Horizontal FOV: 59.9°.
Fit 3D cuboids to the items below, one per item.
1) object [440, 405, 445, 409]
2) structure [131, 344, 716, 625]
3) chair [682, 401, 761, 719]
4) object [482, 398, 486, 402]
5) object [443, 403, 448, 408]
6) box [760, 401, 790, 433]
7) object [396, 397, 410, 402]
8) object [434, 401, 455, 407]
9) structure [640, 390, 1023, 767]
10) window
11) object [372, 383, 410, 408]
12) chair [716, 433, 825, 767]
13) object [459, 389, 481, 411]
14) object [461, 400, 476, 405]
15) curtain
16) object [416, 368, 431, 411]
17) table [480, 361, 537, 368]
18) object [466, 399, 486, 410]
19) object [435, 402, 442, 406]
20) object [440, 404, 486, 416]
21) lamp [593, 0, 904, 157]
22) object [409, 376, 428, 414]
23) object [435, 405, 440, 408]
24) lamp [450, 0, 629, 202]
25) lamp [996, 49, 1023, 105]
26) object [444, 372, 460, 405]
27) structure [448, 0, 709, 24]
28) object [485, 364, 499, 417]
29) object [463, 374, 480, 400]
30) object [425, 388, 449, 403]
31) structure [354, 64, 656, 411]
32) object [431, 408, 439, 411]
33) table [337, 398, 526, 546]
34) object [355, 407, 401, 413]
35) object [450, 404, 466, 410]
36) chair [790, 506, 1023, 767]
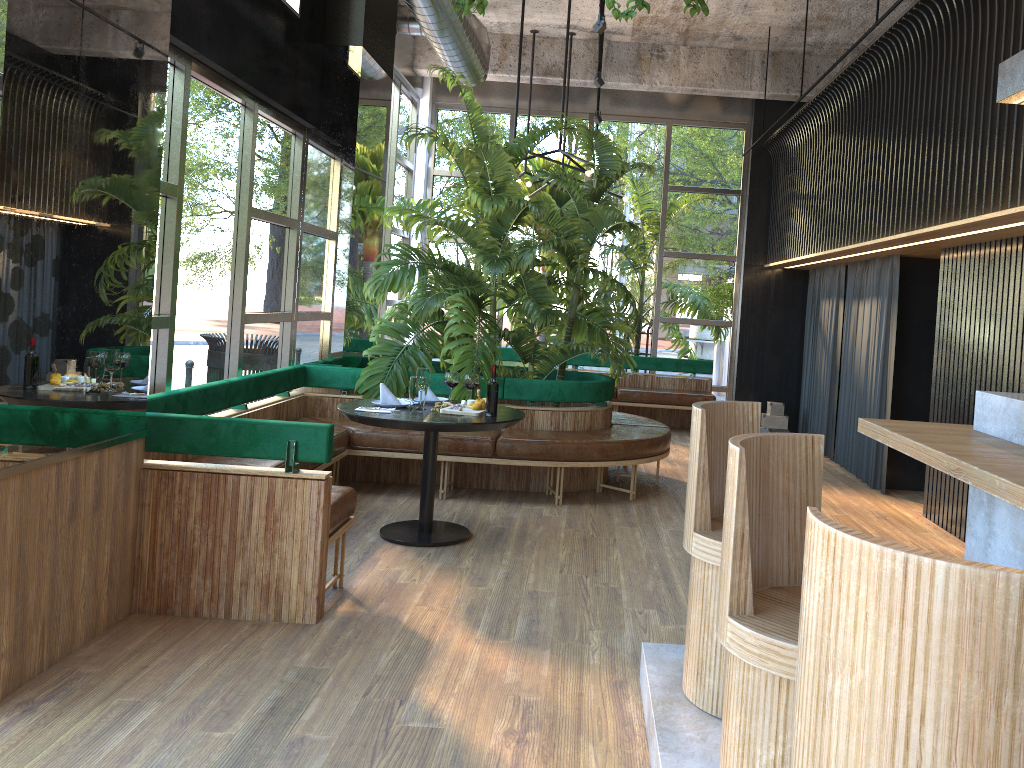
[{"bbox_3d":[-0.412,0.139,5.278,0.032,0.031,0.040,5,4,28],"label":"object"},{"bbox_3d":[0.844,0.630,0.913,6.022,1.542,20.236,4,5,4],"label":"structure"},{"bbox_3d":[0.851,0.573,3.000,0.538,0.967,0.558,4,2,13],"label":"chair"},{"bbox_3d":[-0.167,0.115,5.487,0.058,0.071,0.210,3,5,-5],"label":"object"},{"bbox_3d":[-0.403,0.131,5.368,0.032,0.032,0.037,4,3,0],"label":"object"},{"bbox_3d":[3.031,0.435,10.250,0.336,0.441,0.277,3,2,-9],"label":"box"},{"bbox_3d":[-0.699,0.099,5.570,0.165,0.019,0.245,0,7,-37],"label":"object"},{"bbox_3d":[-0.402,0.126,5.432,0.097,0.028,0.130,5,5,18],"label":"object"},{"bbox_3d":[3.161,0.772,0.034,5.838,1.723,7.168,4,5,3],"label":"structure"},{"bbox_3d":[-0.108,-1.908,0.879,4.134,6.468,20.485,4,5,5],"label":"window"},{"bbox_3d":[-0.718,0.066,5.320,0.238,0.138,0.228,3,4,-14],"label":"object"},{"bbox_3d":[0.778,0.645,2.190,0.566,0.967,0.530,3,2,-23],"label":"chair"},{"bbox_3d":[-0.246,0.092,5.196,0.143,0.123,0.098,3,3,-17],"label":"object"},{"bbox_3d":[-0.233,0.118,5.390,0.194,0.038,0.064,8,6,36],"label":"object"},{"bbox_3d":[3.350,-0.244,9.068,0.121,2.051,3.294,4,4,5],"label":"curtain"},{"bbox_3d":[-0.528,0.030,5.219,0.095,0.244,0.090,3,1,-15],"label":"object"},{"bbox_3d":[-0.140,0.172,9.235,1.130,0.748,1.074,2,4,-17],"label":"table"},{"bbox_3d":[-0.212,0.115,5.287,0.099,0.064,0.164,2,5,-26],"label":"object"},{"bbox_3d":[-0.453,0.123,5.460,0.024,0.025,0.047,5,4,22],"label":"object"},{"bbox_3d":[-0.262,0.153,5.292,0.235,0.019,0.360,5,6,13],"label":"object"},{"bbox_3d":[0.640,-2.728,5.417,3.790,1.525,10.075,4,5,2],"label":"lamp"},{"bbox_3d":[-0.536,0.064,5.051,0.101,0.209,0.110,5,2,37],"label":"object"},{"bbox_3d":[-0.447,0.137,5.340,0.032,0.019,0.038,5,5,15],"label":"object"},{"bbox_3d":[1.246,-2.121,1.126,5.079,1.816,19.018,4,5,4],"label":"lamp"},{"bbox_3d":[2.955,-1.771,0.159,5.005,2.124,6.737,3,5,-3],"label":"lamp"},{"bbox_3d":[-0.381,0.029,5.563,0.104,0.200,0.101,3,2,-9],"label":"object"},{"bbox_3d":[0.628,-3.198,6.142,2.091,1.512,1.471,6,4,31],"label":"structure"},{"bbox_3d":[-0.112,0.037,5.154,0.067,0.298,0.070,4,1,19],"label":"object"},{"bbox_3d":[-0.255,0.041,5.521,0.104,0.200,0.101,3,2,-9],"label":"object"},{"bbox_3d":[-0.517,0.049,5.645,0.238,0.138,0.228,3,4,-14],"label":"object"},{"bbox_3d":[-0.039,-0.953,7.618,2.480,3.426,2.626,3,2,-13],"label":"structure"},{"bbox_3d":[-0.453,0.150,5.237,0.062,0.013,0.148,4,5,-1],"label":"object"},{"bbox_3d":[-0.494,0.525,5.286,1.144,0.748,1.060,2,4,-29],"label":"table"},{"bbox_3d":[-0.756,0.144,5.063,0.255,0.019,0.158,4,5,2],"label":"object"},{"bbox_3d":[-0.318,0.134,5.289,0.101,0.013,0.224,5,5,8],"label":"object"},{"bbox_3d":[0.727,0.713,1.439,0.529,0.967,0.567,4,2,26],"label":"chair"}]
